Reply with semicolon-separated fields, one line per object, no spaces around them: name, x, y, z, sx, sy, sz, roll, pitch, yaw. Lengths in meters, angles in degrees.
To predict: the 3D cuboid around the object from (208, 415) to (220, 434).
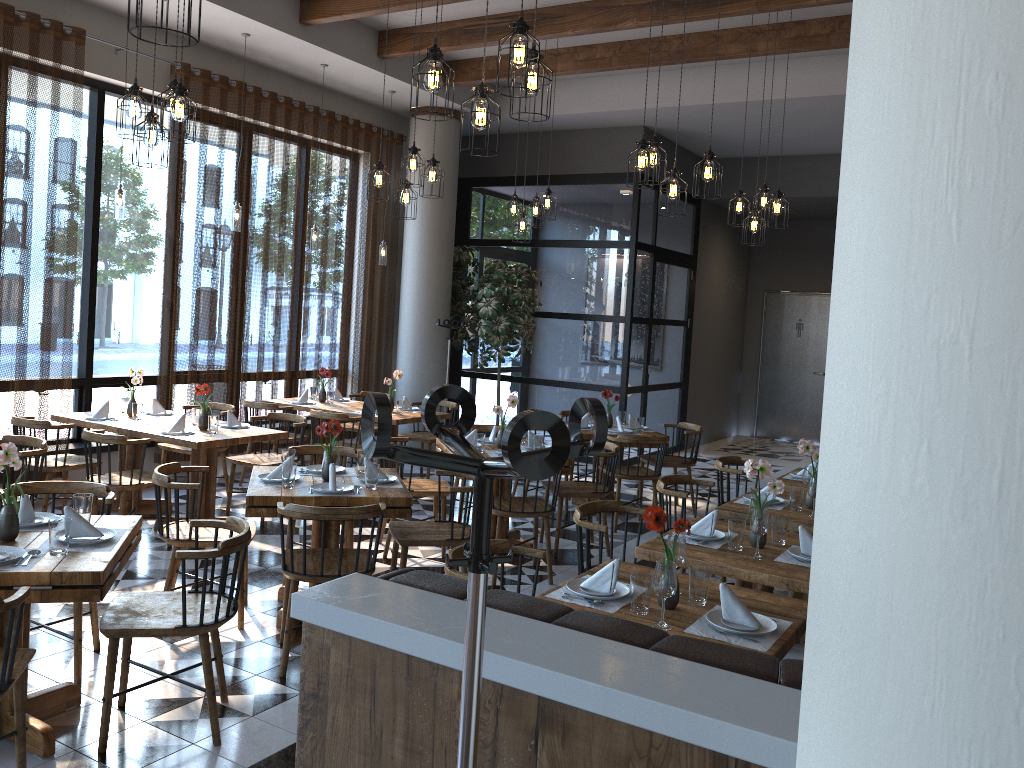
object;-2.166;0.295;6.429;0.080;0.132;0.080;4;3;16

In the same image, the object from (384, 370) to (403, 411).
object;-1.133;0.065;8.438;0.146;0.399;0.207;5;3;23

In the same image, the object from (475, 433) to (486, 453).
object;-0.231;0.423;6.321;0.080;0.132;0.080;1;4;-44

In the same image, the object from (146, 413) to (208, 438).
object;-2.404;0.284;6.358;0.352;0.137;0.272;6;5;31

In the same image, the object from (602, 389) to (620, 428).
object;0.904;0.229;8.236;0.156;0.354;0.171;3;3;-12

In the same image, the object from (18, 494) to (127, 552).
object;-1.880;0.536;3.597;0.581;0.137;0.579;2;5;-14

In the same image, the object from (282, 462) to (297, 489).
object;-1.191;0.491;4.729;0.080;0.132;0.080;1;4;-44

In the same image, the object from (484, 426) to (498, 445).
object;-0.139;0.384;6.850;0.352;0.137;0.273;2;4;-14

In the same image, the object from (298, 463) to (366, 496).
object;-0.963;0.502;4.733;0.352;0.137;0.273;2;4;-14

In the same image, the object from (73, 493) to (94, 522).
object;-1.807;0.532;3.728;0.080;0.132;0.080;3;3;-4

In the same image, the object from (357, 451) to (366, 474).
object;-0.882;0.467;5.263;0.080;0.132;0.080;6;3;36

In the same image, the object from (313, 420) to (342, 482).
object;-1.031;0.371;4.952;0.156;0.354;0.171;3;3;-4

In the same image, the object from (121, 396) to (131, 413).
object;-3.154;0.171;7.233;0.080;0.132;0.080;2;3;-24

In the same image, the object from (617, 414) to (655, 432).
object;1.155;0.351;8.273;0.271;0.137;0.353;3;4;-14

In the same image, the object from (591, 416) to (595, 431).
object;0.740;0.355;7.934;0.080;0.132;0.080;1;4;-44

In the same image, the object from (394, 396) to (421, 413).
object;-1.018;0.185;8.669;0.352;0.137;0.272;6;5;31

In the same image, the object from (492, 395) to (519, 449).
object;-0.052;0.280;6.566;0.146;0.399;0.206;6;3;42

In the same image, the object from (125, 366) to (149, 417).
object;-2.997;0.059;7.064;0.207;0.399;0.146;5;3;35

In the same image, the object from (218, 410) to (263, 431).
object;-2.134;0.264;6.818;0.352;0.137;0.272;6;5;31

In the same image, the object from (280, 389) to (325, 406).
object;-2.048;0.122;8.667;0.352;0.137;0.272;6;5;31

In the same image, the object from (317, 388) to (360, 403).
object;-1.778;0.102;9.127;0.352;0.137;0.272;6;5;31

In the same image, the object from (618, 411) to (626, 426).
object;1.049;0.331;8.468;0.080;0.132;0.080;2;3;-34

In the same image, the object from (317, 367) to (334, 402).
object;-1.881;0.003;8.919;0.156;0.354;0.171;4;3;7

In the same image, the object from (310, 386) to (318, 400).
object;-2.034;0.092;9.092;0.080;0.132;0.080;1;4;-44

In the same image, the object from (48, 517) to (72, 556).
object;-1.692;0.572;3.313;0.080;0.132;0.080;3;3;-4

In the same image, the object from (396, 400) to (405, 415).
object;-1.046;0.217;8.288;0.080;0.132;0.080;4;3;16

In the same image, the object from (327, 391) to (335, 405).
object;-1.788;0.135;8.735;0.080;0.132;0.080;1;4;-44

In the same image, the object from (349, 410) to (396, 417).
object;-1.288;0.205;8.210;0.352;0.137;0.272;6;5;31

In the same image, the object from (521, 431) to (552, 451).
object;0.186;0.420;6.658;0.271;0.137;0.353;3;4;-14

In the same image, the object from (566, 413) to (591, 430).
object;0.640;0.330;8.138;0.271;0.137;0.353;3;4;-14

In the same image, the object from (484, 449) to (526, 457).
object;-0.003;0.434;6.331;0.352;0.137;0.273;2;4;-14

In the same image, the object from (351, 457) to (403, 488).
object;-0.773;0.487;5.060;0.271;0.137;0.353;3;4;-14

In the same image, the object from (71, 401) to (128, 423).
object;-3.163;0.201;6.816;0.352;0.137;0.272;6;5;31

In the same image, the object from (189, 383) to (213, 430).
object;-2.295;0.167;6.542;0.156;0.354;0.171;4;3;10

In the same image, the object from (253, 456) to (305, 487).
object;-1.288;0.466;4.925;0.271;0.137;0.353;3;4;-14

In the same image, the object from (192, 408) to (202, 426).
object;-2.413;0.252;6.787;0.080;0.132;0.080;4;3;16

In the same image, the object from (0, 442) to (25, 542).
object;-1.975;0.411;3.434;0.146;0.399;0.207;2;3;-39

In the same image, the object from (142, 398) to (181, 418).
object;-2.893;0.181;7.275;0.352;0.137;0.272;6;5;31

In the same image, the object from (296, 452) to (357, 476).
object;-1.099;0.452;5.252;0.352;0.137;0.273;2;4;-14

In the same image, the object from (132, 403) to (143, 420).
object;-2.908;0.214;6.876;0.080;0.132;0.080;2;3;-24

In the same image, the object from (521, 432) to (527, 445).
object;0.077;0.400;6.855;0.080;0.132;0.080;1;4;-44

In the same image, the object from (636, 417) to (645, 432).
object;1.164;0.371;8.053;0.080;0.132;0.080;2;3;-34

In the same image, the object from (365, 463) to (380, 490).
object;-0.767;0.507;4.848;0.080;0.132;0.080;6;3;36

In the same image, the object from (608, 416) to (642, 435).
object;0.966;0.365;7.946;0.352;0.137;0.273;2;4;-14

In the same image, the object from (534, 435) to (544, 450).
object;0.192;0.440;6.440;0.080;0.132;0.080;1;4;-44

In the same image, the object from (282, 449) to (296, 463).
object;-1.303;0.450;5.156;0.080;0.132;0.080;6;3;36

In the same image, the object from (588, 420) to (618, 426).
object;0.830;0.316;8.465;0.352;0.137;0.273;2;4;-14

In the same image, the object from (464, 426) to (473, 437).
object;-0.344;0.382;6.748;0.080;0.132;0.080;1;4;-44

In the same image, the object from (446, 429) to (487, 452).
object;-0.329;0.399;6.523;0.271;0.137;0.353;3;4;-14
